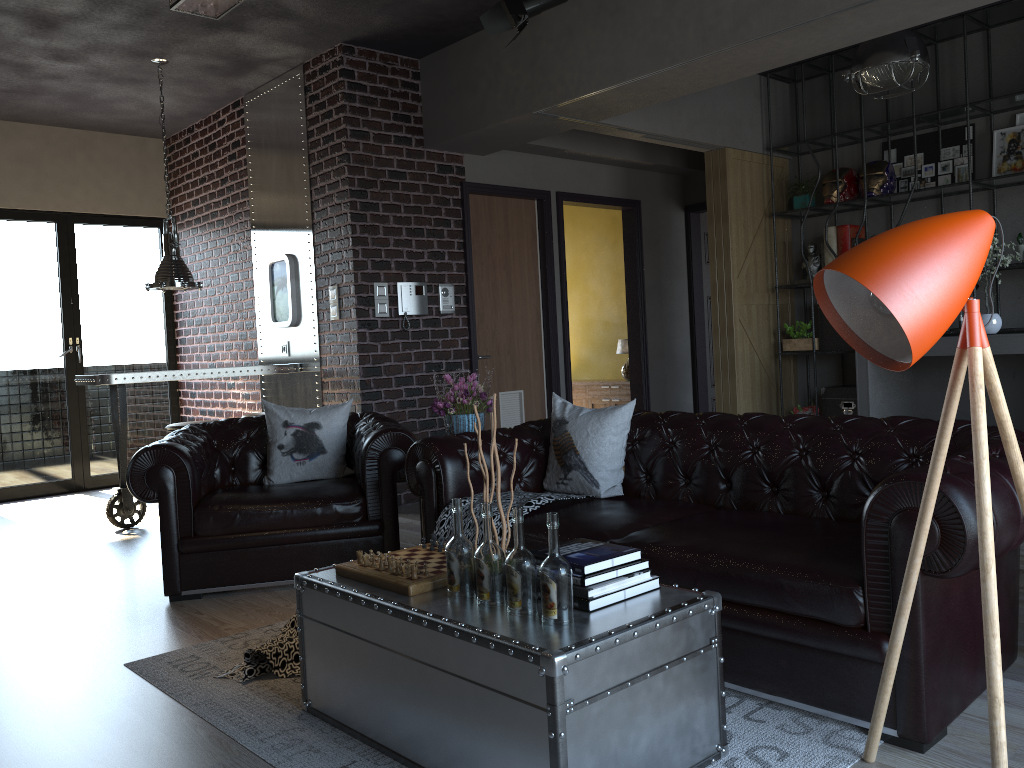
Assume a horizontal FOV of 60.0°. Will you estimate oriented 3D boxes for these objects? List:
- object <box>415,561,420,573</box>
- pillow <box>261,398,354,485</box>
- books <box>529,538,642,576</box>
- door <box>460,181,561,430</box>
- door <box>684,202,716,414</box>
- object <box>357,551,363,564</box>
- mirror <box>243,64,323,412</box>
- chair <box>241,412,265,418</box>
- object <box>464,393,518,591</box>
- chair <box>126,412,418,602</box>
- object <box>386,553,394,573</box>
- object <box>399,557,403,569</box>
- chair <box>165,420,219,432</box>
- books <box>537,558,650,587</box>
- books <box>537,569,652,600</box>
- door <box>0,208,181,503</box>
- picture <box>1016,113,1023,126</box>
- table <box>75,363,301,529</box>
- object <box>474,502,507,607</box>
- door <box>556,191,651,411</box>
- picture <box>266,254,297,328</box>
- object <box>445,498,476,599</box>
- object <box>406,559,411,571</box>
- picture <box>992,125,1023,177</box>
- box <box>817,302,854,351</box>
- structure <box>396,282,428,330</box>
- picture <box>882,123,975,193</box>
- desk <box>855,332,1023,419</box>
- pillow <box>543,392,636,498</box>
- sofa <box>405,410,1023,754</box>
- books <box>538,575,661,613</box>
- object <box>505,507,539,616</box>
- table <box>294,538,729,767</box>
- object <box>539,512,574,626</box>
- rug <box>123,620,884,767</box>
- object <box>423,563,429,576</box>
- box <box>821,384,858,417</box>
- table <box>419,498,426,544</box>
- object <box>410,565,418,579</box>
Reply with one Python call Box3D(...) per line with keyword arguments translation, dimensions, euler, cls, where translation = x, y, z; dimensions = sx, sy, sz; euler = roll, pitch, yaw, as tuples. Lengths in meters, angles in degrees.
Box3D(translation=(-0.296, 0.570, 2.764), dimensions=(0.017, 0.037, 0.017), euler=(-1, 2, 42), cls="object")
Box3D(translation=(-1.185, 0.317, 5.178), dimensions=(0.541, 0.502, 0.290), euler=(-3, 2, -4), cls="pillow")
Box3D(translation=(0.205, 0.502, 2.589), dimensions=(0.237, 0.030, 0.251), euler=(-5, 3, -40), cls="books")
Box3D(translation=(-0.035, -0.416, 7.662), dimensions=(1.003, 2.539, 0.219), euler=(-5, 2, -42), cls="door")
Box3D(translation=(2.646, -0.623, 9.224), dimensions=(1.129, 2.543, 1.149), euler=(-5, 2, -42), cls="door")
Box3D(translation=(-0.502, 0.572, 2.928), dimensions=(0.019, 0.040, 0.019), euler=(-4, 2, -38), cls="object")
Box3D(translation=(-1.882, -0.767, 7.361), dimensions=(0.050, 3.459, 1.048), euler=(-4, 2, -42), cls="mirror")
Box3D(translation=(-1.765, 0.602, 6.599), dimensions=(0.438, 0.781, 0.439), euler=(-2, 2, 27), cls="chair")
Box3D(translation=(-0.052, 0.321, 2.704), dimensions=(0.185, 0.583, 0.156), euler=(-4, 2, -42), cls="object")
Box3D(translation=(-1.291, 0.612, 5.071), dimensions=(1.493, 0.845, 1.245), euler=(-3, 2, -12), cls="chair")
Box3D(translation=(-0.386, 0.563, 2.796), dimensions=(0.025, 0.058, 0.025), euler=(-3, 2, 3), cls="object")
Box3D(translation=(-0.354, 0.571, 2.825), dimensions=(0.017, 0.037, 0.017), euler=(-1, 2, 42), cls="object")
Box3D(translation=(-2.119, 0.647, 6.078), dimensions=(0.450, 0.774, 0.450), euler=(-3, 2, -2), cls="chair")
Box3D(translation=(0.207, 0.530, 2.590), dimensions=(0.266, 0.026, 0.282), euler=(-5, 3, -40), cls="books")
Box3D(translation=(0.199, 0.557, 2.582), dimensions=(0.270, 0.026, 0.315), euler=(-5, 3, -42), cls="books")
Box3D(translation=(-4.207, -0.304, 8.485), dimensions=(2.002, 2.679, 0.111), euler=(-5, 2, -42), cls="door")
Box3D(translation=(3.954, -1.804, 6.642), dimensions=(0.119, 0.514, 0.332), euler=(-4, 2, -42), cls="picture")
Box3D(translation=(-2.434, 0.450, 6.871), dimensions=(1.600, 1.129, 0.656), euler=(-5, 3, -42), cls="table")
Box3D(translation=(-0.064, 0.482, 2.509), dimensions=(0.084, 0.290, 0.088), euler=(-4, 2, -37), cls="object")
Box3D(translation=(0.540, -0.495, 8.770), dimensions=(1.150, 2.543, 1.098), euler=(-5, 2, -42), cls="door")
Box3D(translation=(-1.909, -0.765, 7.336), dimensions=(0.047, 0.599, 0.412), euler=(-4, 2, -42), cls="picture")
Box3D(translation=(-0.154, 0.482, 2.609), dimensions=(0.084, 0.290, 0.088), euler=(-4, 2, -37), cls="object")
Box3D(translation=(-0.325, 0.570, 2.794), dimensions=(0.017, 0.037, 0.017), euler=(-1, 2, 42), cls="object")
Box3D(translation=(3.807, -1.750, 6.747), dimensions=(0.101, 0.413, 0.267), euler=(-4, 2, -42), cls="picture")
Box3D(translation=(2.935, -0.536, 7.587), dimensions=(0.374, 0.481, 0.489), euler=(-5, 3, -42), cls="box")
Box3D(translation=(-0.759, -0.602, 6.880), dimensions=(0.279, 0.370, 0.068), euler=(-5, 2, -42), cls="structure")
Box3D(translation=(3.412, -1.812, 7.291), dimensions=(0.058, 0.503, 0.749), euler=(-4, 3, -42), cls="picture")
Box3D(translation=(3.748, 0.070, 6.491), dimensions=(0.845, 0.885, 2.129), euler=(-5, 3, -42), cls="desk")
Box3D(translation=(0.355, 0.275, 4.187), dimensions=(0.283, 0.469, 0.528), euler=(-4, 3, -39), cls="pillow")
Box3D(translation=(0.780, 0.570, 3.639), dimensions=(1.240, 0.838, 2.565), euler=(-5, 3, -42), cls="sofa")
Box3D(translation=(0.210, 0.586, 2.591), dimensions=(0.306, 0.035, 0.324), euler=(-5, 3, -42), cls="books")
Box3D(translation=(0.023, 0.481, 2.412), dimensions=(0.084, 0.290, 0.088), euler=(-4, 2, -37), cls="object")
Box3D(translation=(-0.059, 0.838, 2.727), dimensions=(0.684, 0.469, 1.254), euler=(-5, 3, -42), cls="table")
Box3D(translation=(0.113, 0.481, 2.311), dimensions=(0.084, 0.290, 0.088), euler=(-4, 2, -37), cls="object")
Box3D(translation=(0.122, 1.033, 3.348), dimensions=(2.255, 0.003, 2.474), euler=(-5, 3, -42), cls="rug")
Box3D(translation=(-0.265, 0.570, 2.730), dimensions=(0.017, 0.037, 0.017), euler=(-1, 2, 42), cls="object")
Box3D(translation=(2.975, 0.248, 7.609), dimensions=(0.374, 0.481, 0.489), euler=(-5, 3, -42), cls="box")
Box3D(translation=(-0.221, 0.688, 4.760), dimensions=(0.406, 0.609, 0.417), euler=(-5, 3, -42), cls="table")
Box3D(translation=(-0.298, 0.572, 2.698), dimensions=(0.019, 0.040, 0.019), euler=(-4, 2, -38), cls="object")
